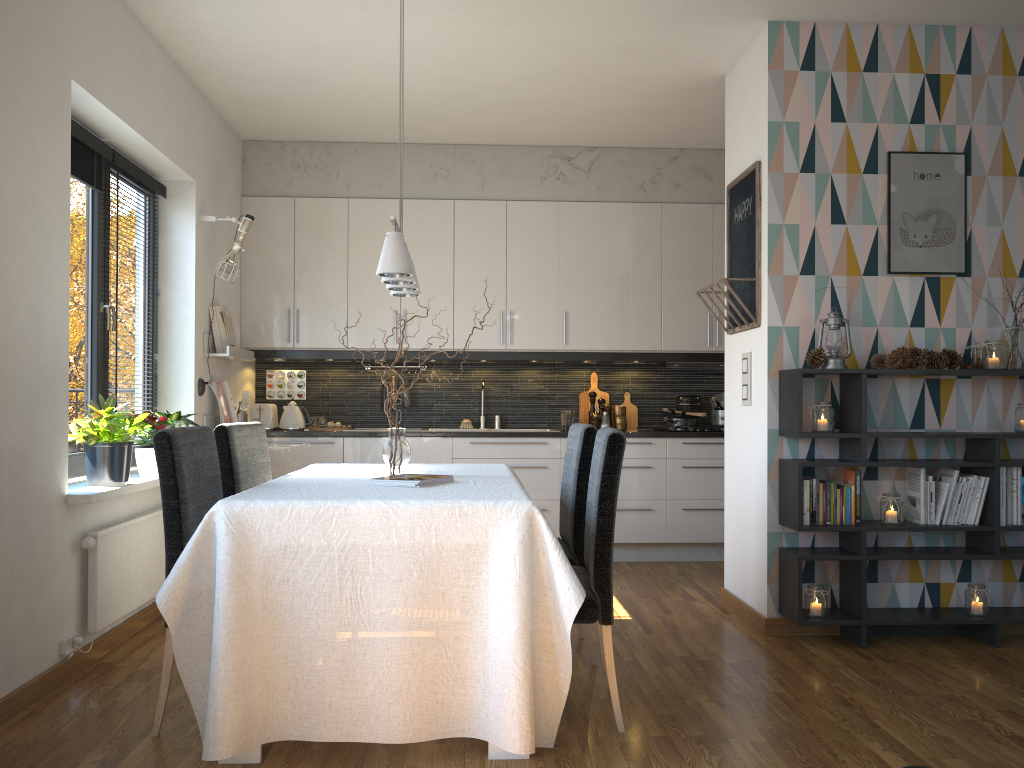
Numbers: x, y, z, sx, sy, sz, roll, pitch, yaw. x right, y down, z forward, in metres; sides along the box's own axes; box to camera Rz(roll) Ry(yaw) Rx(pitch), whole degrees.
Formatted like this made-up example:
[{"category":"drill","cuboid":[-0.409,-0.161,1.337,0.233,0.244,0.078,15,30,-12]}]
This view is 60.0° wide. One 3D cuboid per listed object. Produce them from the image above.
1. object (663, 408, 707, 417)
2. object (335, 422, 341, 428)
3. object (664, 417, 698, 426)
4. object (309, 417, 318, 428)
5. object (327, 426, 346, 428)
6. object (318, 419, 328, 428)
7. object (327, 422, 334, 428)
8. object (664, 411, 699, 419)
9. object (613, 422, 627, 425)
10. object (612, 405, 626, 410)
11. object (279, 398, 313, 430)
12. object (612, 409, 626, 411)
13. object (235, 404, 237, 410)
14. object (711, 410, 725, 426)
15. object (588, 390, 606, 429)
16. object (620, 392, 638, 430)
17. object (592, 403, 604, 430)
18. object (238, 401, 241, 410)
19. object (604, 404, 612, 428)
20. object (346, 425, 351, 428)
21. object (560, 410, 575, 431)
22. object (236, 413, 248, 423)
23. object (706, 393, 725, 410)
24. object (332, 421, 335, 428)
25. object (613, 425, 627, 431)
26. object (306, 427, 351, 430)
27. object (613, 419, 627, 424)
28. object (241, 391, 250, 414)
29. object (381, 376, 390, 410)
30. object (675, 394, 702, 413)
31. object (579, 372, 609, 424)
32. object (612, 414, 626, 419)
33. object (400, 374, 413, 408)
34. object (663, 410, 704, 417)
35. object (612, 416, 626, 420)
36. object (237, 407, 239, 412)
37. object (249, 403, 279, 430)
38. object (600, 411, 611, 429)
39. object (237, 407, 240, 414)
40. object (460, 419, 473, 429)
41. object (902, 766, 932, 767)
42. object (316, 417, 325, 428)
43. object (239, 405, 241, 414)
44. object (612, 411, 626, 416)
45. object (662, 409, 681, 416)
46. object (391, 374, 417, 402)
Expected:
[{"category":"object","cuboid":[1.199,0.199,6.181,0.334,0.061,0.059,-1,-1,40]},{"category":"object","cuboid":[-1.206,0.284,6.141,0.043,0.043,0.044,0,-1,-6]},{"category":"object","cuboid":[1.149,0.262,6.251,0.351,0.061,0.232,1,-1,-29]},{"category":"object","cuboid":[-1.379,0.265,6.125,0.071,0.076,0.071,0,-1,-11]},{"category":"object","cuboid":[-1.248,0.300,6.230,0.249,0.015,0.024,-1,-2,42]},{"category":"object","cuboid":[-1.310,0.272,6.149,0.065,0.064,0.065,0,-1,-3]},{"category":"object","cuboid":[-1.250,0.283,6.115,0.045,0.045,0.046,0,-1,0]},{"category":"object","cuboid":[1.173,0.226,6.232,0.243,0.082,0.347,-1,-2,34]},{"category":"object","cuboid":[0.754,0.284,6.193,0.100,0.048,0.099,0,-1,15]},{"category":"object","cuboid":[0.748,0.169,6.190,0.100,0.047,0.099,0,-1,-7]},{"category":"object","cuboid":[-1.471,0.214,5.983,0.204,0.236,0.178,0,-1,34]},{"category":"object","cuboid":[0.747,0.189,6.191,0.100,0.036,0.100,0,-1,26]},{"category":"object","cuboid":[-1.749,0.208,5.589,0.007,0.161,0.086,0,-1,-2]},{"category":"object","cuboid":[1.544,0.217,6.214,0.200,0.154,0.348,1,-1,-23]},{"category":"object","cuboid":[0.598,0.183,6.226,0.123,0.282,0.061,0,-1,-3]},{"category":"object","cuboid":[0.835,0.196,6.414,0.146,0.273,0.043,0,-1,-3]},{"category":"object","cuboid":[0.591,0.226,6.142,0.080,0.192,0.058,0,-1,-19]},{"category":"object","cuboid":[-1.726,0.205,5.602,0.014,0.193,0.043,0,-1,8]},{"category":"object","cuboid":[0.667,0.231,6.173,0.058,0.184,0.058,0,-1,30]},{"category":"object","cuboid":[-1.227,0.298,6.244,0.249,0.017,0.024,-1,-1,32]},{"category":"object","cuboid":[0.373,0.247,5.986,0.102,0.146,0.102,0,-1,-3]},{"category":"object","cuboid":[-1.715,0.247,5.572,0.103,0.124,0.103,0,-1,-5]},{"category":"object","cuboid":[1.446,0.139,6.240,0.371,0.169,0.203,1,-1,-31]},{"category":"object","cuboid":[-1.249,0.281,6.175,0.043,0.050,0.044,0,-1,40]},{"category":"object","cuboid":[0.755,0.306,6.194,0.100,0.036,0.100,0,-1,30]},{"category":"object","cuboid":[-1.300,0.311,6.185,0.335,0.012,0.213,0,-1,-1]},{"category":"object","cuboid":[0.751,0.267,6.194,0.099,0.051,0.099,1,-1,-17]},{"category":"object","cuboid":[-1.684,0.174,5.601,0.060,0.267,0.119,0,-1,-12]},{"category":"object","cuboid":[-0.901,0.056,6.308,0.060,0.256,0.060,0,-1,19]},{"category":"object","cuboid":[1.253,0.151,6.303,0.197,0.159,0.190,-1,-1,43]},{"category":"object","cuboid":[0.594,0.120,6.410,0.219,0.419,0.029,0,-1,-3]},{"category":"object","cuboid":[0.748,0.225,6.195,0.099,0.057,0.101,0,-1,9]},{"category":"object","cuboid":[-0.749,0.050,6.301,0.093,0.242,0.074,1,-1,-30]},{"category":"object","cuboid":[1.188,0.206,6.169,0.064,0.044,0.335,1,-2,-41]},{"category":"object","cuboid":[0.749,0.246,6.196,0.099,0.043,0.100,1,-1,-15]},{"category":"object","cuboid":[-1.743,0.212,5.603,0.007,0.166,0.065,0,-1,19]},{"category":"object","cuboid":[-1.676,0.227,5.980,0.175,0.192,0.253,0,-1,-3]},{"category":"object","cuboid":[0.642,0.254,6.101,0.069,0.135,0.069,1,-1,-28]},{"category":"object","cuboid":[-1.722,0.220,5.541,0.007,0.159,0.089,1,-1,-43]},{"category":"object","cuboid":[-0.324,0.285,6.306,0.097,0.065,0.100,0,-1,-11]},{"category":"object","cuboid":[0.604,0.611,1.289,0.079,0.081,0.079,0,-1,-8]},{"category":"object","cuboid":[-1.345,0.268,6.215,0.071,0.076,0.071,0,-1,-3]},{"category":"object","cuboid":[-1.708,0.206,5.565,0.020,0.200,0.007,0,-1,18]},{"category":"object","cuboid":[0.747,0.206,6.191,0.100,0.036,0.100,0,-1,-9]},{"category":"object","cuboid":[1.186,0.212,6.234,0.246,0.080,0.356,0,-1,0]},{"category":"object","cuboid":[-0.771,0.031,6.314,0.188,0.203,0.072,0,-1,-16]}]
